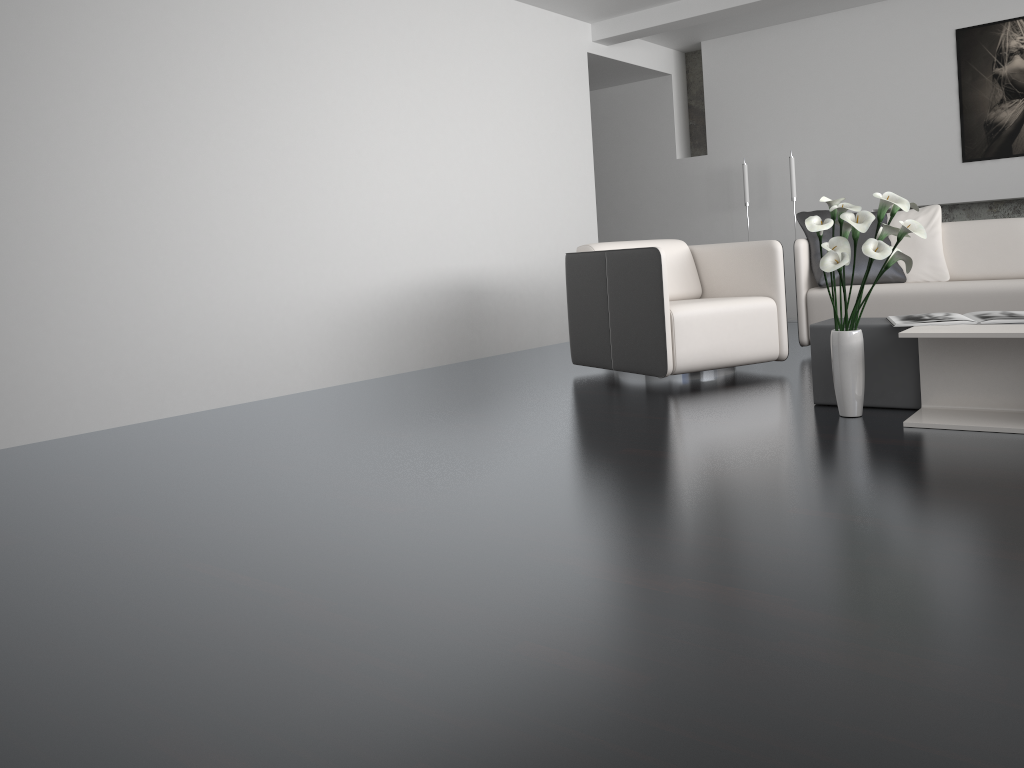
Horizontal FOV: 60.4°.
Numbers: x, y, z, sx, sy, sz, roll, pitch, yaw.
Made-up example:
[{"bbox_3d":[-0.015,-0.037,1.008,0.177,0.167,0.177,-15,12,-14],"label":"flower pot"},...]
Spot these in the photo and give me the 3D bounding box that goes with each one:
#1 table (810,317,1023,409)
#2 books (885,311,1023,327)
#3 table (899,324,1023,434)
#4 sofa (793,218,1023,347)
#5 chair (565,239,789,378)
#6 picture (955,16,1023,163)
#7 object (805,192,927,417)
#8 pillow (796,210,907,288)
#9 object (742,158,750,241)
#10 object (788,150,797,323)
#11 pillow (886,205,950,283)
[{"bbox_3d":[1.760,-0.075,3.175,1.257,0.312,0.301,2,7,37],"label":"table"},{"bbox_3d":[1.679,-0.243,3.226,0.547,0.017,0.362,-1,8,19],"label":"books"},{"bbox_3d":[1.774,-0.020,2.769,0.968,0.312,0.301,2,7,36],"label":"table"},{"bbox_3d":[2.765,-0.563,4.678,2.238,0.657,0.927,2,8,36],"label":"sofa"},{"bbox_3d":[0.827,-0.438,4.629,0.770,0.658,0.922,-6,6,-26],"label":"chair"},{"bbox_3d":[3.655,-2.152,6.396,0.745,1.000,0.004,-1,3,39],"label":"picture"},{"bbox_3d":[1.245,-0.272,3.077,0.377,0.794,0.450,-3,3,22],"label":"object"},{"bbox_3d":[1.956,-0.788,5.054,0.566,0.448,0.279,-4,3,-7],"label":"pillow"},{"bbox_3d":[2.024,-1.234,7.520,0.180,1.390,0.181,-3,2,39],"label":"object"},{"bbox_3d":[2.309,-1.201,7.159,0.180,1.390,0.181,-3,2,39],"label":"object"},{"bbox_3d":[2.243,-0.790,5.175,0.584,0.497,0.326,-1,4,28],"label":"pillow"}]
